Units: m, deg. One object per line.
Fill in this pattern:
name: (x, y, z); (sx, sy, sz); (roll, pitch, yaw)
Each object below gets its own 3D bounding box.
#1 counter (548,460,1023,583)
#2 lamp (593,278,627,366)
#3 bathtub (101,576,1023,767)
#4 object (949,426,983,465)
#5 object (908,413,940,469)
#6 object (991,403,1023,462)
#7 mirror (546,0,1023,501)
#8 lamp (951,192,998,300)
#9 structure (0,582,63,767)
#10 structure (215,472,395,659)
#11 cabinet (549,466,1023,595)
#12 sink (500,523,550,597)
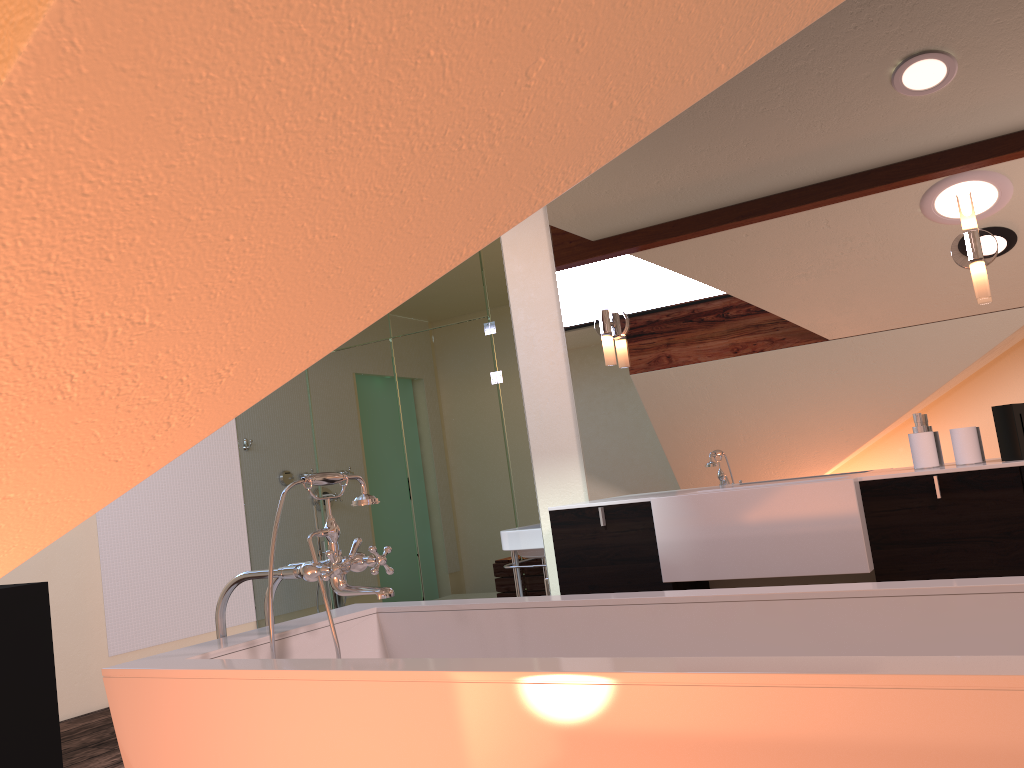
counter: (1.010, 0.474, 2.746); (1.861, 0.295, 0.443); (-11, -8, 29)
lamp: (0.359, -0.257, 3.344); (0.132, 0.364, 0.083); (-10, -6, 29)
bathtub: (0.348, 0.822, 1.588); (2.223, 0.691, 0.799); (-11, -8, 29)
object: (1.368, 0.207, 2.670); (0.073, 0.122, 0.073); (-10, -6, 25)
object: (1.269, 0.196, 2.748); (0.080, 0.190, 0.074); (-5, -6, -20)
object: (1.456, 0.154, 2.561); (0.116, 0.177, 0.067); (-3, -7, -37)
mirror: (1.570, -0.677, 2.708); (3.244, 1.837, 0.011); (-11, -6, 29)
lamp: (1.424, -0.469, 2.733); (0.132, 0.364, 0.083); (-10, -6, 29)
structure: (-2.317, 1.325, 3.236); (0.803, 0.857, 0.870); (-11, -7, 29)
structure: (-0.480, 0.804, 2.096); (0.556, 1.116, 0.384); (-13, -8, 44)
cabinet: (1.064, 0.797, 2.741); (1.861, 0.919, 0.386); (-11, -7, 29)
sink: (0.257, 1.090, 3.999); (0.347, 0.782, 0.681); (-10, -7, 29)
